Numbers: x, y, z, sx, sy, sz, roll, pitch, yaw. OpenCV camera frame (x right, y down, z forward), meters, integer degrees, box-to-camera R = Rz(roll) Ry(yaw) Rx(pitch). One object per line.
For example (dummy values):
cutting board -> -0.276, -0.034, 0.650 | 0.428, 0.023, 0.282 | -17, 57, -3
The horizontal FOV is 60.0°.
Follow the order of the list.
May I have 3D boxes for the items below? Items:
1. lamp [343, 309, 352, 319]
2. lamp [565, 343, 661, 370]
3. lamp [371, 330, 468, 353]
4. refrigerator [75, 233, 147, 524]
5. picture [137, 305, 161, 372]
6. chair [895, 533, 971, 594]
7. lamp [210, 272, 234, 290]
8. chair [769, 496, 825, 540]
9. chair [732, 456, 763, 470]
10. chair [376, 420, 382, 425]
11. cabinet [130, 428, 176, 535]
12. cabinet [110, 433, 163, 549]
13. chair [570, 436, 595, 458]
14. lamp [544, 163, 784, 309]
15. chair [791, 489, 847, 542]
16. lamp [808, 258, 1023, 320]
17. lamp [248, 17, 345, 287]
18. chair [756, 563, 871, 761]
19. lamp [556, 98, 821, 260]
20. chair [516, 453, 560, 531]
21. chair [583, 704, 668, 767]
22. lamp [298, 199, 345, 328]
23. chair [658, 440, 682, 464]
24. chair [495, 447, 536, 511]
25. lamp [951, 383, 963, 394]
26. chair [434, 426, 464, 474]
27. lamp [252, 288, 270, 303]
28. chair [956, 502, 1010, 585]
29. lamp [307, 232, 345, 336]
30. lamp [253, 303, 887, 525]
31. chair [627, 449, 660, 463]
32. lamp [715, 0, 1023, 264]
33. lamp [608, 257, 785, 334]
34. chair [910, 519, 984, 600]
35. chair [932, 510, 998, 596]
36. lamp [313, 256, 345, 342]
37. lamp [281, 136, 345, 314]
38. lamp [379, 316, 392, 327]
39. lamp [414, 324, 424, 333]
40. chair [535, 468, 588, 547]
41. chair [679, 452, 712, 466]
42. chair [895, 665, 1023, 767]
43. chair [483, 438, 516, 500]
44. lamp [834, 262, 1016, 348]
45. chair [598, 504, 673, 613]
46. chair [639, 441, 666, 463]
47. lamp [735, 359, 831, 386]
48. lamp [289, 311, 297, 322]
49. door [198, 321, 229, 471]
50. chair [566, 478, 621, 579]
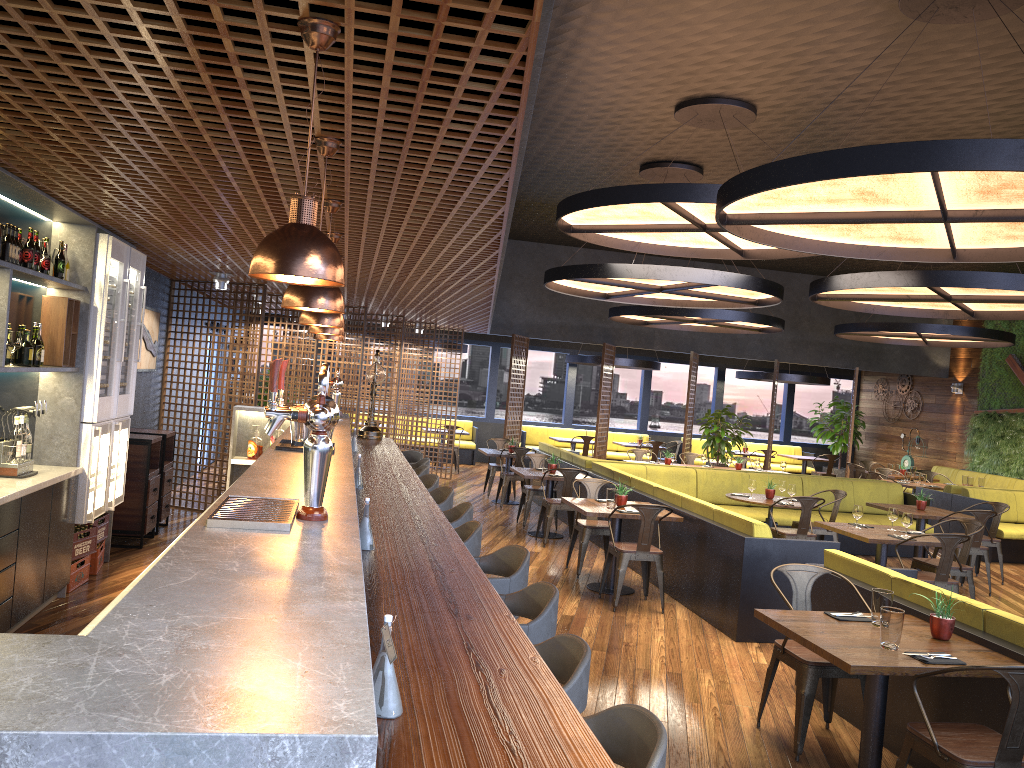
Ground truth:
lamp -> -2.526, -1.045, 13.303 | 0.228, 0.172, 0.228 | 5, 0, -11
lamp -> 2.200, -1.451, 18.569 | 1.979, 2.172, 1.979 | 5, 0, 34
lamp -> -1.790, -1.796, 17.811 | 1.979, 2.172, 1.979 | 5, 0, -4
refrigerator -> -3.283, -0.058, 6.957 | 0.454, 2.109, 1.159 | 5, 0, -11
picture -> -3.940, -0.480, 9.607 | 0.028, 0.697, 1.039 | 5, 0, -11
chair -> 3.457, 1.650, 7.370 | 0.504, 0.917, 0.541 | 5, 0, -10
lamp -> -3.095, -1.093, 9.438 | 0.228, 0.172, 0.228 | 5, 0, -11
chair -> 2.982, 1.608, 9.380 | 0.504, 0.917, 0.541 | 5, 0, -10
chair -> 3.872, 1.683, 14.717 | 0.504, 0.917, 0.541 | 5, 0, -10
chair -> -2.627, 1.120, 16.842 | 0.504, 0.917, 0.541 | 5, 0, -10
cabinet -> -3.742, 0.985, 9.090 | 0.473, 1.007, 0.553 | 5, 0, -11
cabinet -> -3.613, 0.996, 8.407 | 0.473, 1.007, 0.553 | 5, 0, -11
chair -> 1.399, 1.468, 17.607 | 0.504, 0.917, 0.541 | 5, 0, -10
lamp -> 1.821, -1.786, 10.488 | 2.778, 1.475, 2.778 | 5, 0, -7
chair -> 3.483, 1.651, 10.106 | 0.541, 0.917, 0.504 | 5, 0, -10
lamp -> 4.586, -1.546, 9.158 | 2.778, 1.475, 2.778 | 5, 0, 38
lamp -> -0.536, -0.607, 2.331 | 0.250, 0.673, 0.250 | 5, 0, -23
chair -> 1.668, 1.497, 4.856 | 0.504, 0.917, 0.541 | 5, 0, -10
lamp -> 1.841, -1.961, 8.247 | 2.778, 1.159, 2.778 | 5, 0, 39
chair -> 0.347, 1.380, 11.453 | 0.504, 0.917, 0.541 | 5, 0, -10
chair -> 0.091, 1.297, 2.085 | 0.438, 1.048, 0.483 | 5, 0, -39
lamp -> -0.997, -0.648, 4.779 | 0.250, 0.673, 0.250 | 5, 0, 22
chair -> 3.266, 1.629, 18.662 | 0.541, 0.917, 0.504 | 5, 0, -10
chair -> 0.054, 1.354, 12.884 | 0.504, 0.917, 0.541 | 5, 0, -10
lamp -> 8.995, 0.087, 17.991 | 0.189, 0.215, 0.215 | 5, 0, -11
chair -> -1.227, 1.241, 17.108 | 0.504, 0.917, 0.541 | 5, 0, -10
lamp -> -3.147, -1.098, 11.051 | 0.228, 0.172, 0.228 | 5, 0, -11
chair -> 5.424, 1.819, 10.301 | 0.541, 0.917, 0.504 | 5, 0, -10
lamp -> -1.211, -0.667, 5.912 | 0.250, 0.673, 0.250 | 5, 0, 22
lamp -> 0.614, 0.502, 12.889 | 9.057, 2.714, 3.017 | 5, 0, -11
chair -> 2.103, 1.530, 14.381 | 0.504, 0.917, 0.541 | 5, 0, -10
lamp -> 2.742, -1.704, 5.492 | 2.778, 1.475, 2.778 | 5, 0, 44
lamp -> 3.011, -1.684, 14.319 | 2.778, 1.475, 2.778 | 5, 0, -11
chair -> 4.001, 1.697, 8.185 | 0.541, 0.917, 0.504 | 5, 0, -10
chair -> 4.862, 1.771, 9.535 | 0.504, 0.917, 0.541 | 5, 0, -10
lamp -> -1.435, -0.687, 7.100 | 0.250, 0.673, 0.250 | 5, 0, 22
lamp -> -0.757, -0.626, 3.503 | 0.250, 0.673, 0.250 | 5, 0, 22
lamp -> -2.067, -1.006, 14.435 | 0.228, 0.172, 0.228 | 5, 0, -11
lamp -> -1.632, -0.969, 15.592 | 0.228, 0.172, 0.228 | 5, 0, -11
chair -> 0.578, 1.400, 10.228 | 0.504, 0.917, 0.541 | 5, 0, -10
chair -> 2.991, 1.607, 14.550 | 0.504, 0.917, 0.541 | 5, 0, -10
chair -> 1.902, 1.518, 3.615 | 0.504, 0.917, 0.541 | 5, 0, -10
chair -> -0.173, 1.334, 14.090 | 0.504, 0.917, 0.541 | 5, 0, -10
lamp -> 6.972, -1.419, 14.989 | 2.778, 1.362, 2.778 | 5, 0, 44
chair -> 1.063, 1.443, 7.574 | 0.504, 0.917, 0.541 | 5, 0, -10
chair -> 2.799, 1.589, 17.874 | 0.504, 0.917, 0.541 | 5, 0, -10
lamp -> 5.967, -1.128, 19.286 | 1.979, 2.172, 1.979 | 5, 0, -26
lamp -> -3.686, -1.146, 14.997 | 0.228, 0.172, 0.228 | 5, 0, -11
door -> -4.955, 0.176, 14.693 | 0.052, 2.386, 2.441 | 5, 0, -11
chair -> 0.832, 1.423, 8.798 | 0.504, 0.917, 0.541 | 5, 0, -10
